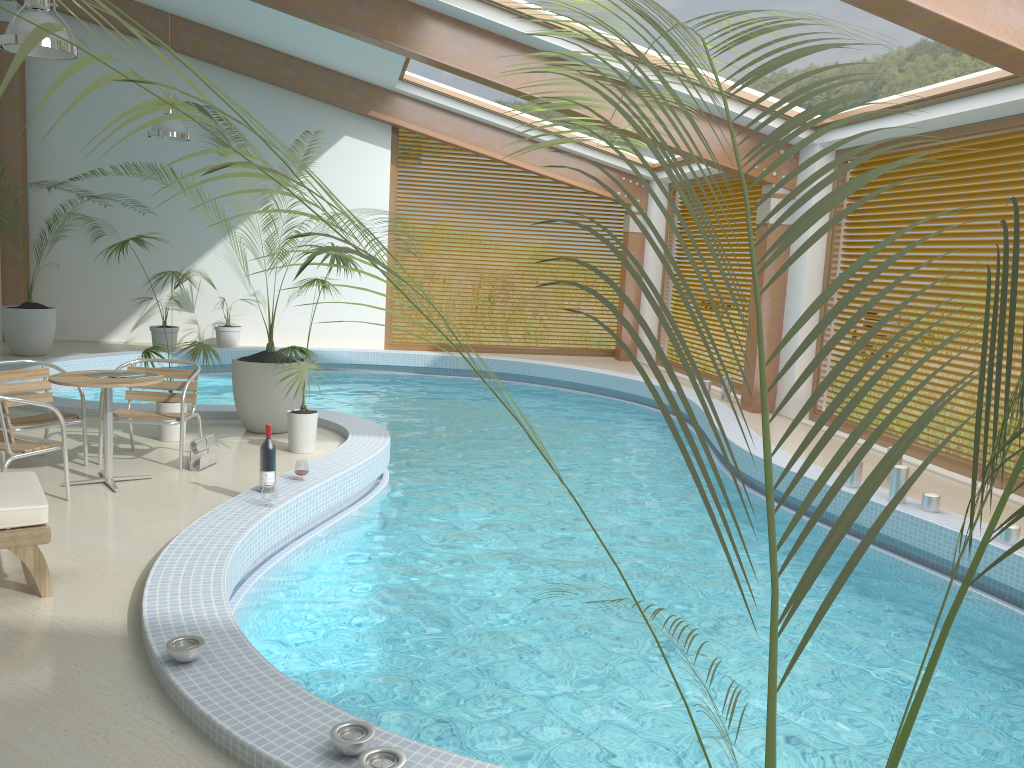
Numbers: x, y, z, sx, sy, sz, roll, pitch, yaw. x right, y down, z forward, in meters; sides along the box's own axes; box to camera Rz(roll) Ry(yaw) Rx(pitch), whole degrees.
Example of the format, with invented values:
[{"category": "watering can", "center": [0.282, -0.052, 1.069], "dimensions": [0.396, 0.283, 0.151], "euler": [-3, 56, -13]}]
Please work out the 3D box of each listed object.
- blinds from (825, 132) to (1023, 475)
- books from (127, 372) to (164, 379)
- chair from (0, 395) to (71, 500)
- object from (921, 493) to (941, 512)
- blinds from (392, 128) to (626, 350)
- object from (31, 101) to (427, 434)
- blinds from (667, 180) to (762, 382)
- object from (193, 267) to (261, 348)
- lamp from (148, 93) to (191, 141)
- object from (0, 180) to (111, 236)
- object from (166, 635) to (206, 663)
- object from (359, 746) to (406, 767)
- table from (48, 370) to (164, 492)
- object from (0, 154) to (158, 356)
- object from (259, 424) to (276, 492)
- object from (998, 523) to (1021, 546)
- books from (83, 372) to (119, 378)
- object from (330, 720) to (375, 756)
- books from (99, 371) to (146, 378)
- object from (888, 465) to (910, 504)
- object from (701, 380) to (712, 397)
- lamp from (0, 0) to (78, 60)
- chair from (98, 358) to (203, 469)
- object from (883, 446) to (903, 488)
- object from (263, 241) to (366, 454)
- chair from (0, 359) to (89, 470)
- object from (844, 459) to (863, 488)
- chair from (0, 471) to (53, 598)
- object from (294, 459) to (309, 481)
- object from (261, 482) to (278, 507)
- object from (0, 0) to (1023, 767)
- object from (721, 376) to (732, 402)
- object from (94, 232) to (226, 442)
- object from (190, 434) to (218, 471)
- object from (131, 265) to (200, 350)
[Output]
[{"category": "blinds", "center": [4.109, -0.756, 8.078], "dimensions": [0.095, 2.921, 4.200], "euler": [1, 8, -11]}, {"category": "books", "center": [-2.513, -0.057, 6.016], "dimensions": [0.166, 0.004, 0.241], "euler": [8, 9, 29]}, {"category": "chair", "center": [-3.102, 0.356, 5.381], "dimensions": [0.618, 0.727, 0.563], "euler": [6, 9, 21]}, {"category": "object", "center": [2.885, 0.816, 6.109], "dimensions": [0.115, 0.107, 0.115], "euler": [9, 10, 37]}, {"category": "blinds", "center": [0.008, -2.574, 15.385], "dimensions": [4.500, 4.025, 0.099], "euler": [1, 8, -11]}, {"category": "object", "center": [-2.043, -1.027, 7.602], "dimensions": [2.979, 2.960, 2.729], "euler": [4, 8, 6]}, {"category": "blinds", "center": [3.145, -1.497, 12.961], "dimensions": [0.095, 2.921, 4.200], "euler": [1, 8, -11]}, {"category": "object", "center": [-4.415, -1.173, 13.680], "dimensions": [1.067, 1.310, 0.822], "euler": [3, 8, 0]}, {"category": "lamp", "center": [-4.291, -4.079, 11.103], "dimensions": [0.506, 1.958, 0.505], "euler": [1, 8, -11]}, {"category": "object", "center": [-6.105, -1.536, 9.664], "dimensions": [2.979, 2.960, 2.729], "euler": [11, 11, 43]}, {"category": "object", "center": [-1.225, 1.005, 3.331], "dimensions": [0.140, 0.069, 0.140], "euler": [-4, 11, -42]}, {"category": "object", "center": [-0.386, 1.148, 2.639], "dimensions": [0.140, 0.069, 0.140], "euler": [-4, 11, -42]}, {"category": "table", "center": [-2.706, 0.309, 5.943], "dimensions": [0.700, 0.720, 0.700], "euler": [4, 8, 8]}, {"category": "object", "center": [-6.372, -1.882, 12.013], "dimensions": [2.729, 2.960, 2.979], "euler": [-2, 9, -31]}, {"category": "object", "center": [-1.558, 0.472, 5.661], "dimensions": [0.109, 0.435, 0.109], "euler": [7, 9, 23]}, {"category": "object", "center": [3.042, 0.920, 5.426], "dimensions": [0.115, 0.107, 0.115], "euler": [9, 10, 37]}, {"category": "books", "center": [-2.731, -0.063, 5.972], "dimensions": [0.166, 0.004, 0.241], "euler": [8, 9, 29]}, {"category": "object", "center": [-0.500, 1.122, 2.781], "dimensions": [0.140, 0.069, 0.140], "euler": [-4, 11, -42]}, {"category": "books", "center": [-2.627, -0.065, 5.992], "dimensions": [0.166, 0.004, 0.241], "euler": [8, 9, 29]}, {"category": "object", "center": [2.740, 0.709, 6.284], "dimensions": [0.115, 0.254, 0.115], "euler": [7, 9, 29]}, {"category": "object", "center": [2.407, 0.053, 10.984], "dimensions": [0.115, 0.204, 0.115], "euler": [7, 9, 29]}, {"category": "lamp", "center": [-3.320, -3.333, 6.186], "dimensions": [0.506, 1.958, 0.505], "euler": [1, 8, -11]}, {"category": "chair", "center": [-2.674, 0.206, 6.612], "dimensions": [0.618, 0.727, 0.563], "euler": [3, 8, 1]}, {"category": "object", "center": [3.033, 0.663, 7.053], "dimensions": [0.115, 0.320, 0.115], "euler": [9, 10, 37]}, {"category": "object", "center": [-1.580, -0.285, 7.093], "dimensions": [0.791, 1.695, 1.059], "euler": [-1, 9, -24]}, {"category": "chair", "center": [-3.387, 0.226, 6.198], "dimensions": [0.563, 0.727, 0.618], "euler": [8, 9, 31]}, {"category": "object", "center": [2.577, 0.673, 6.685], "dimensions": [0.115, 0.194, 0.115], "euler": [7, 9, 29]}, {"category": "chair", "center": [-3.072, 0.520, 3.781], "dimensions": [1.903, 0.866, 0.861], "euler": [-2, 10, -33]}, {"category": "object", "center": [-1.424, 0.583, 6.004], "dimensions": [0.102, 0.137, 0.102], "euler": [3, 8, -3]}, {"category": "object", "center": [-1.468, 0.670, 5.370], "dimensions": [0.102, 0.137, 0.102], "euler": [3, 8, -3]}, {"category": "object", "center": [0.153, 0.040, 0.878], "dimensions": [2.729, 2.960, 2.979], "euler": [10, 11, 42]}, {"category": "object", "center": [2.711, 0.059, 11.215], "dimensions": [0.115, 0.320, 0.115], "euler": [9, 10, 37]}, {"category": "object", "center": [-2.867, -0.374, 7.229], "dimensions": [1.059, 1.695, 0.791], "euler": [7, 9, 24]}, {"category": "object", "center": [-2.263, 0.502, 6.523], "dimensions": [0.081, 0.223, 0.272], "euler": [4, 8, 8]}, {"category": "object", "center": [-5.071, -1.129, 13.113], "dimensions": [0.822, 1.310, 1.067], "euler": [7, 9, 28]}]
